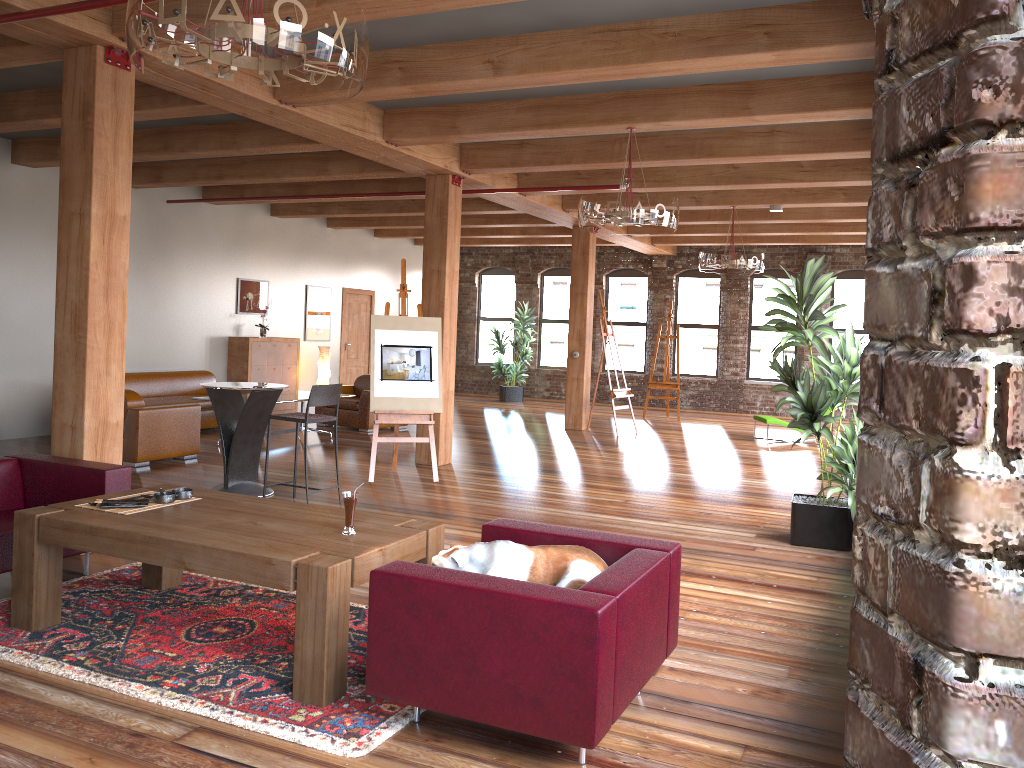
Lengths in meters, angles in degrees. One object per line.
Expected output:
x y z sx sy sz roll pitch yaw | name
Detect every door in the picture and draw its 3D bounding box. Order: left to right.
-2.914 -0.693 16.339 0.226 2.119 1.030 3 1 24 | door

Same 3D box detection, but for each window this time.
-0.321 -1.479 19.505 0.969 2.168 0.086 3 1 25 | window
1.035 -1.388 18.884 0.969 2.168 0.086 3 1 25 | window
2.341 -1.267 18.212 0.969 2.226 0.221 3 1 25 | window
3.672 -1.178 17.602 0.969 2.226 0.221 3 1 25 | window
5.010 -1.093 16.991 0.969 2.217 0.218 3 1 25 | window
6.360 -1.003 16.373 0.969 2.217 0.218 3 1 25 | window

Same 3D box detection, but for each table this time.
-1.303 0.890 4.091 1.752 0.549 0.901 4 3 25 | table
-2.272 0.469 7.474 0.721 0.924 0.723 1 2 -41 | table
-2.836 0.427 10.712 0.940 0.559 1.872 4 3 24 | table

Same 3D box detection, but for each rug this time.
-1.359 1.159 4.107 2.464 0.009 1.344 4 4 25 | rug

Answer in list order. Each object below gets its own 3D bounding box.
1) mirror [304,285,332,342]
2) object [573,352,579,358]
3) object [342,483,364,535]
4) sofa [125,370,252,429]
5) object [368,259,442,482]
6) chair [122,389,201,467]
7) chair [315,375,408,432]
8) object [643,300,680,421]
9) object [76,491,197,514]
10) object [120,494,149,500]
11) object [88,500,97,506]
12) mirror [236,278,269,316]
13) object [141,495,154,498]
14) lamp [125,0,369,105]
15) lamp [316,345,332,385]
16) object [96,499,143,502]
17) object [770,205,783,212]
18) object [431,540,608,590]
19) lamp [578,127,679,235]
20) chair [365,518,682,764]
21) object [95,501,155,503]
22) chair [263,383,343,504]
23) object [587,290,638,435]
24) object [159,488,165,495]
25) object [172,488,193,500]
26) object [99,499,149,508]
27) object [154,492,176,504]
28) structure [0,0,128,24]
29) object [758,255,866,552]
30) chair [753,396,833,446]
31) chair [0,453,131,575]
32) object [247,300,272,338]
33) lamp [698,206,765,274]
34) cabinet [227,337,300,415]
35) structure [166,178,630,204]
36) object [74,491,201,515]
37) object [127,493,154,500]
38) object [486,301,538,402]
-3.319 -1.205 15.204 0.025 0.951 0.694 3 2 24 | mirror
0.958 -0.440 13.365 0.096 0.095 0.061 3 2 25 | object
-0.699 0.537 3.840 0.075 0.232 0.095 2 1 -32 | object
-4.419 0.228 11.549 0.952 0.734 2.414 3 3 24 | sofa
-1.044 -0.168 8.642 0.701 2.139 0.685 2 1 -15 | object
-3.910 0.393 9.124 1.065 0.735 0.831 3 3 25 | chair
-2.140 0.251 12.667 1.065 0.735 0.830 4 3 35 | chair
2.777 -0.451 15.881 0.662 2.139 0.685 3 1 20 | object
-1.818 0.578 4.333 0.332 0.003 0.471 4 4 24 | object
-1.896 0.566 4.402 0.007 0.008 0.270 3 3 20 | object
-1.981 0.568 4.196 0.018 0.021 0.059 3 3 11 | object
-4.000 -1.344 13.694 0.025 0.547 0.694 3 2 24 | mirror
-1.807 0.556 4.438 0.045 0.030 0.153 3 3 9 | object
-0.897 -1.481 3.089 0.809 0.814 0.810 1 2 -25 | lamp
-3.054 -0.076 14.420 0.270 1.113 0.261 2 1 -21 | lamp
-1.852 0.560 4.238 0.270 0.008 0.007 2 2 -1 | object
3.248 -2.163 10.885 0.145 0.072 0.147 4 3 24 | object
0.017 0.773 3.552 0.754 0.296 0.365 2 2 -4 | object
0.945 -1.649 7.114 0.809 0.814 0.811 1 2 -23 | lamp
0.095 0.959 3.446 0.866 0.592 1.071 3 3 24 | chair
-1.840 0.562 4.212 0.270 0.008 0.007 2 2 -9 | object
-1.667 0.480 7.098 0.467 0.981 0.430 3 1 25 | chair
1.481 -0.349 13.336 0.685 2.139 0.661 3 1 35 | object
-1.696 0.534 4.314 0.045 0.079 0.137 2 3 -10 | object
-1.657 0.554 4.452 0.099 0.043 0.099 0 4 -39 | object
-1.844 0.574 4.218 0.213 0.018 0.154 1 4 -20 | object
-1.703 0.559 4.344 0.099 0.043 0.099 1 3 -28 | object
-4.268 -2.105 5.481 6.814 0.112 0.051 4 2 25 | structure
2.356 0.117 6.473 0.968 2.102 1.080 3 2 38 | object
4.093 0.451 12.923 0.956 0.796 0.681 2 2 0 | chair
-2.816 0.763 4.805 0.866 0.592 1.071 3 3 24 | chair
-3.843 -1.011 13.599 0.371 0.589 0.298 3 1 19 | object
2.754 -1.814 11.068 0.809 0.814 0.811 1 2 -29 | lamp
-3.828 -0.116 13.708 0.419 1.208 1.187 3 2 24 | cabinet
-1.845 -2.326 10.775 6.814 0.112 0.051 4 2 25 | structure
-1.817 0.578 4.332 0.353 0.001 0.469 4 4 24 | object
-1.864 0.566 4.427 0.007 0.008 0.270 3 3 14 | object
0.000 -0.695 18.484 1.080 2.102 0.967 2 1 3 | object
